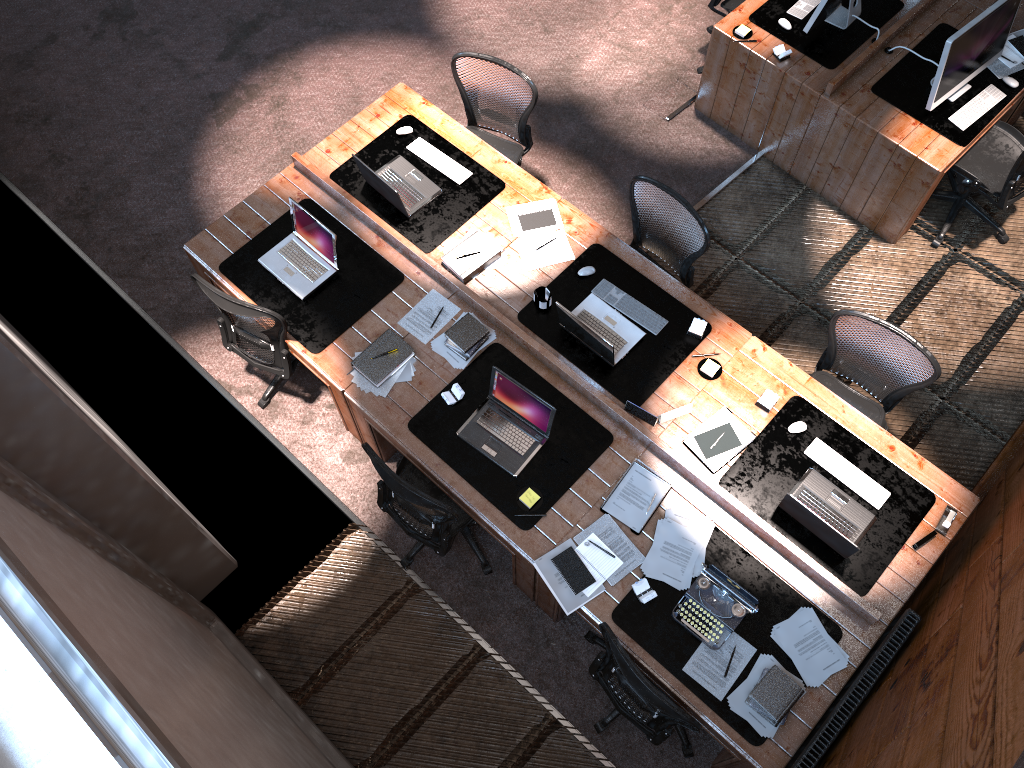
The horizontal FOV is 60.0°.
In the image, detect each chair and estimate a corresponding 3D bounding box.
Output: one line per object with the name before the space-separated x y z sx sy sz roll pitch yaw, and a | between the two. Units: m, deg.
chair | 1.788 0.161 4.790 0.770 1.085 0.792 20 65 10
chair | 0.713 1.299 4.222 0.770 1.085 0.792 29 67 14
chair | 0.739 -0.605 5.190 0.770 1.085 0.792 29 67 14
chair | 1.790 -2.732 6.262 0.792 1.085 0.770 29 67 14
chair | -1.364 -0.411 5.112 0.770 1.085 0.792 10 64 6
chair | -0.381 0.497 4.641 0.770 1.085 0.792 20 65 10
chair | 3.019 -1.436 5.590 0.792 1.085 0.770 29 67 14
chair | -0.172 -1.473 5.641 0.770 1.085 0.792 10 64 6

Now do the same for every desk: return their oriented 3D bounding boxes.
desk | 3.400 -2.959 6.498 4.117 0.840 1.748 -42 70 -18
desk | 0.210 0.034 5.007 4.117 0.840 1.748 40 70 18

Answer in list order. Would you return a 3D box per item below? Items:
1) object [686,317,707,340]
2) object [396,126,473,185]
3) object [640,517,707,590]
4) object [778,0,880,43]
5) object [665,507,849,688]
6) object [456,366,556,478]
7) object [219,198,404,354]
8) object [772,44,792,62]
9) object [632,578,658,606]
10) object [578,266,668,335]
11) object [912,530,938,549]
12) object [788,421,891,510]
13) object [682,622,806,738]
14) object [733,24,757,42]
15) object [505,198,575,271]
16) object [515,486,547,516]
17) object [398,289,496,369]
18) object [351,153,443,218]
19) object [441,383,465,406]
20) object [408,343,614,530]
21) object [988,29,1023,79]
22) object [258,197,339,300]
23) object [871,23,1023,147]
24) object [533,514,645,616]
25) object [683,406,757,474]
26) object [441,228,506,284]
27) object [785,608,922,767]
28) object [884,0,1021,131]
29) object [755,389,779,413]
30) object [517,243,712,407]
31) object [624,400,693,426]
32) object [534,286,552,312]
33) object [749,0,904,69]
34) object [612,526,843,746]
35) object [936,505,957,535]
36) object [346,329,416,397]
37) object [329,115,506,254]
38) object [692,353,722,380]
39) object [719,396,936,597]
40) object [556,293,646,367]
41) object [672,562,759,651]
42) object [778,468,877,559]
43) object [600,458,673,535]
object | 0.997 -0.305 4.759 0.082 0.063 0.106 23 65 12
object | -0.485 -1.382 5.342 0.577 0.040 0.139 40 70 19
object | 0.769 0.806 4.218 0.246 0.002 0.315 21 65 11
object | 2.171 -2.528 5.612 0.610 0.573 0.714 39 70 18
object | 1.099 0.968 4.138 1.058 0.002 0.356 38 69 18
object | -0.036 0.189 4.397 0.390 0.283 0.323 35 68 17
object | -1.128 -0.627 4.984 0.848 0.008 0.687 39 70 18
object | 1.733 -2.133 5.690 0.082 0.063 0.106 -27 66 -13
object | 0.613 0.960 4.118 0.082 0.063 0.106 -27 66 -13
object | 0.593 -0.464 4.864 0.577 0.040 0.139 39 70 18
object | 1.972 0.743 4.235 0.134 0.042 0.022 -29 66 -13
object | 1.614 0.397 4.416 0.139 0.040 0.577 -41 70 -18
object | 1.043 1.290 3.921 0.478 0.098 0.319 38 69 18
object | 1.514 -2.299 5.796 0.158 0.026 0.154 0 63 0
object | 0.159 -0.866 5.083 0.304 0.017 0.467 -13 64 -6
object | 0.090 0.571 4.345 0.158 0.026 0.154 0 63 0
object | -0.347 -0.325 4.770 0.478 0.098 0.319 38 69 18
object | -0.656 -1.215 5.117 0.323 0.283 0.390 -41 70 -18
object | -0.307 0.056 4.590 0.106 0.063 0.082 -32 67 -15
object | -0.009 0.244 4.530 0.848 0.008 0.687 39 70 18
object | 3.214 -2.131 5.691 0.467 0.017 0.304 -22 65 -10
object | -1.181 -0.738 4.849 0.380 0.288 0.320 40 70 18
object | 2.781 -1.904 5.594 0.687 0.008 0.848 41 70 19
object | 0.368 0.844 4.208 0.467 0.017 0.304 -31 67 -14
object | 1.055 0.273 4.476 0.316 0.060 0.229 -36 68 -16
object | -0.224 -0.751 5.005 0.363 0.065 0.325 -29 66 -13
object | 1.482 1.524 4.138 0.073 0.628 1.064 40 70 18
object | 2.756 -1.957 5.318 0.811 0.578 0.663 8 63 4
object | 1.320 0.081 4.568 0.082 0.063 0.106 37 69 17
object | 0.555 -0.336 4.819 0.848 0.008 0.687 39 70 18
object | 0.750 0.145 4.529 0.347 0.083 0.129 2 63 1
object | 0.168 -0.463 4.821 0.078 0.138 0.099 -32 67 -15
object | 2.091 -2.475 5.892 0.687 0.008 0.848 41 70 19
object | 0.987 1.106 4.081 0.848 0.008 0.687 39 70 18
object | 2.104 0.648 4.272 0.054 0.064 0.159 33 68 16
object | -0.686 -0.106 4.681 0.363 0.065 0.325 -34 68 -15
object | -0.564 -1.206 5.273 0.848 0.008 0.687 39 70 18
object | 1.042 -0.094 4.680 0.158 0.026 0.154 -5 63 -2
object | 1.552 0.526 4.370 0.848 0.008 0.687 39 70 18
object | 0.470 -0.340 4.630 0.380 0.288 0.320 40 70 18
object | 0.918 1.021 4.045 0.322 0.116 0.290 38 69 18
object | 1.516 0.578 4.184 0.390 0.283 0.323 40 70 18
object | 0.610 0.549 4.340 0.229 0.060 0.316 33 68 16
